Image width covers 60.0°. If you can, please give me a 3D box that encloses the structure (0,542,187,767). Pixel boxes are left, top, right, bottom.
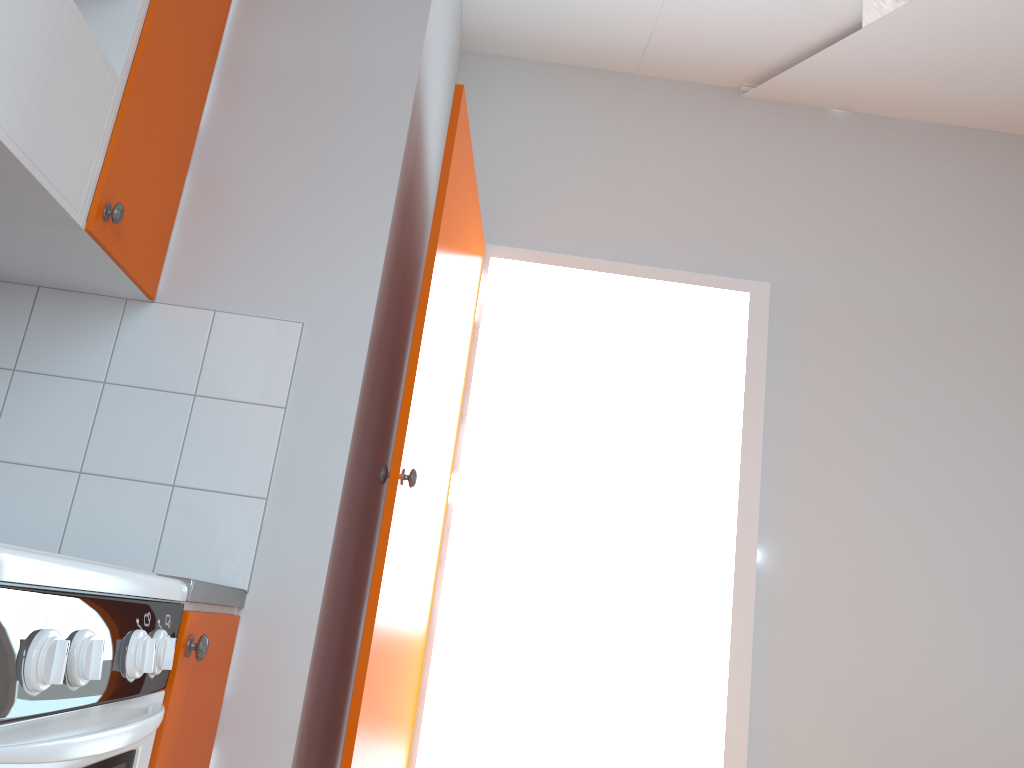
[{"bbox_3d":[-0.832,0.584,0.940,0.729,0.866,0.620,8,-16,0],"label":"structure"}]

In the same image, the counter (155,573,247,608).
[{"bbox_3d":[-0.757,-0.026,0.200,0.678,0.133,3.112,8,-16,-1],"label":"counter"}]

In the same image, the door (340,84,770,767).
[{"bbox_3d":[0.001,0.501,2.417,1.375,2.059,0.697,22,-21,-40],"label":"door"}]

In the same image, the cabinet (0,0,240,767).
[{"bbox_3d":[-0.694,-0.362,0.301,0.701,2.353,3.113,8,-16,-1],"label":"cabinet"}]
